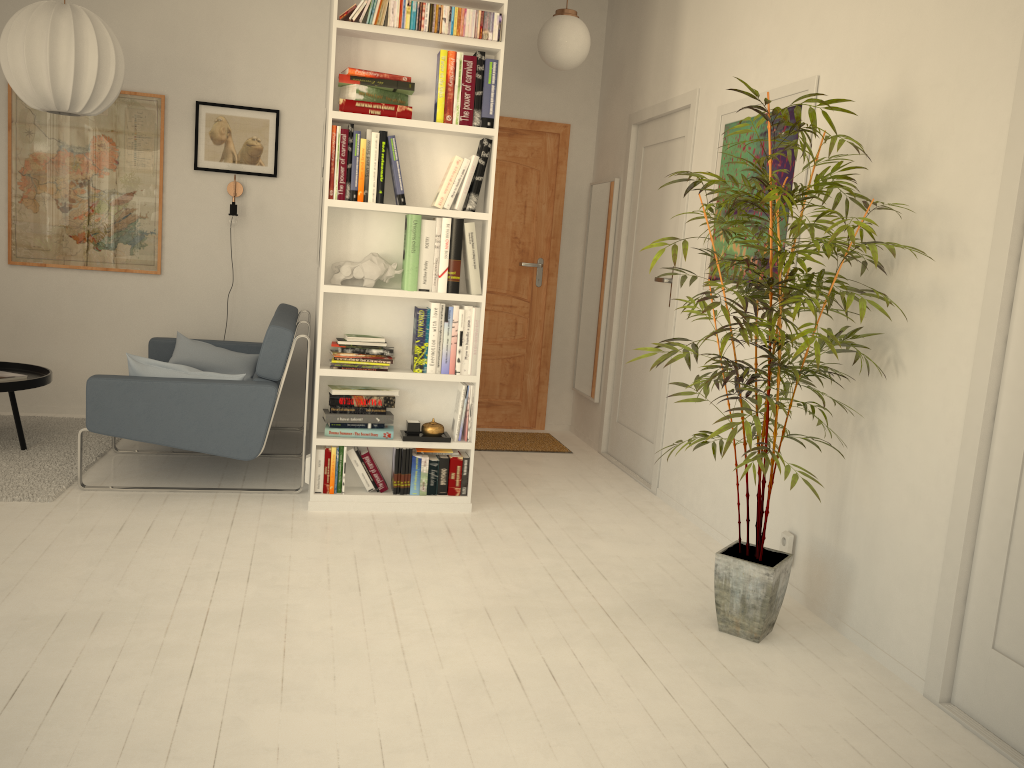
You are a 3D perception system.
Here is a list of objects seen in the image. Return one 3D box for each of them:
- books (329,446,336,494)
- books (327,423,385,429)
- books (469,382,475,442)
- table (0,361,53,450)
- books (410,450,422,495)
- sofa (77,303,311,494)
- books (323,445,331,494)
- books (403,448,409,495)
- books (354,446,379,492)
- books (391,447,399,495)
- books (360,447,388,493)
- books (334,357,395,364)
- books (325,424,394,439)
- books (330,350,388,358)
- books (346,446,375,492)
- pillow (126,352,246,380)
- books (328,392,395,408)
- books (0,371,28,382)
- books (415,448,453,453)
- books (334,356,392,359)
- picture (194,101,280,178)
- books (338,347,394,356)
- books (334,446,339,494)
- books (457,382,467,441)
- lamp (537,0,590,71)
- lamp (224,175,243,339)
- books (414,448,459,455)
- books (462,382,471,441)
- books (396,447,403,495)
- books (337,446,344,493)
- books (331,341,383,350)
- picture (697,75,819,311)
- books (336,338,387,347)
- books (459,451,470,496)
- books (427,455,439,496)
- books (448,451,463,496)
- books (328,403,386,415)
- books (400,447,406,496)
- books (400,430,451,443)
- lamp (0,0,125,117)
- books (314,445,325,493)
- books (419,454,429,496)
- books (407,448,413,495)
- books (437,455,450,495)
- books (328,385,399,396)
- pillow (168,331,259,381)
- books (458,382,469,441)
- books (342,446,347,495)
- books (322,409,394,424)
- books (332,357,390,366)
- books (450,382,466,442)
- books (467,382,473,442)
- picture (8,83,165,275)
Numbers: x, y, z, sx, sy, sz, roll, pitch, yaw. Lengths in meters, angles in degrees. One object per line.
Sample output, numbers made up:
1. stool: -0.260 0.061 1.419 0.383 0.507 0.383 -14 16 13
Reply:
1. books: -0.801 0.365 3.956 0.020 0.210 0.185 3 8 -13
2. books: -0.703 0.168 3.970 0.241 0.024 0.168 2 9 -18
3. books: -0.196 0.122 4.049 0.011 0.256 0.139 3 8 -13
4. table: -2.706 0.127 4.388 0.761 0.385 0.761 5 8 3
5. books: -0.451 0.392 4.059 0.044 0.179 0.224 3 8 -13
6. sofa: -1.559 -0.008 4.623 0.964 0.772 1.604 3 8 -13
7. books: -0.826 0.366 3.955 0.026 0.206 0.187 3 8 -13
8. books: -0.490 0.374 4.033 0.015 0.214 0.202 3 8 -13
9. books: -0.653 0.379 3.987 0.118 0.192 0.118 3 8 -13
10. books: -0.534 0.372 4.021 0.015 0.214 0.202 3 8 -13
11. books: -0.624 0.383 4.001 0.131 0.188 0.136 3 8 -13
12. books: -0.649 -0.117 3.941 0.255 0.014 0.197 4 8 -4
13. books: -0.682 0.204 3.980 0.297 0.038 0.204 3 8 -8
14. books: -0.674 -0.134 3.894 0.238 0.012 0.120 2 9 -18
15. books: -0.684 0.373 3.986 0.135 0.200 0.134 3 8 -13
16. pillow: -1.471 0.037 3.979 0.533 0.353 0.141 3 8 -14
17. books: -0.671 0.062 3.946 0.285 0.047 0.185 3 9 -13
18. books: -2.552 -0.024 4.308 0.200 0.031 0.289 8 9 21
19. books: -0.357 0.297 4.034 0.165 0.006 0.103 3 9 -13
20. books: -0.663 -0.126 3.916 0.250 0.008 0.135 2 9 -17
21. picture: -1.657 -1.470 5.343 0.481 0.401 0.015 3 8 -13
22. books: -0.641 -0.154 3.921 0.235 0.025 0.163 4 8 -7
23. books: -0.789 0.365 3.972 0.012 0.206 0.194 3 8 -13
24. books: -0.246 0.116 4.066 0.030 0.255 0.198 3 8 -13
25. lamp: 0.288 -2.008 4.556 0.275 0.767 0.275 2 8 -19
26. lamp: -1.844 -0.563 5.378 0.360 1.414 0.112 3 8 -13
27. books: -0.349 0.303 4.056 0.193 0.011 0.130 3 9 -13
28. books: -0.217 0.118 4.065 0.008 0.256 0.185 3 8 -13
29. books: -0.521 0.372 4.032 0.015 0.214 0.202 3 8 -13
30. books: -0.772 0.361 3.977 0.021 0.215 0.174 3 8 -13
31. books: -0.680 -0.173 3.901 0.221 0.010 0.169 3 8 -10
32. picture: 1.000 -0.769 3.717 0.012 0.876 0.823 3 8 -13
33. books: -0.667 -0.187 3.911 0.212 0.017 0.165 2 9 -16
34. books: -0.236 0.401 4.117 0.032 0.176 0.230 3 8 -13
35. books: -0.377 0.404 4.072 0.048 0.163 0.209 3 8 -13
36. books: -0.275 0.401 4.089 0.056 0.179 0.202 3 8 -13
37. books: -0.692 0.104 3.947 0.247 0.039 0.143 2 9 -16
38. books: -0.503 0.374 4.023 0.015 0.214 0.202 3 8 -13
39. books: -0.390 0.235 3.983 0.214 0.023 0.130 3 9 -13
40. lamp: -2.125 -1.917 4.215 0.536 1.228 0.536 8 9 20
41. books: -0.859 0.368 3.951 0.039 0.199 0.185 3 8 -13
42. books: -0.415 0.395 4.062 0.032 0.176 0.222 3 8 -13
43. books: -0.477 0.374 4.042 0.015 0.214 0.202 3 8 -13
44. books: -0.332 0.400 4.097 0.050 0.170 0.222 3 8 -13
45. books: -0.668 0.024 3.956 0.297 0.024 0.162 1 9 -22
46. pillow: -1.747 -0.157 5.212 0.539 0.276 0.157 3 8 -12
47. books: -0.229 0.123 4.034 0.033 0.258 0.130 3 8 -13
48. books: -0.754 0.364 3.966 0.010 0.215 0.194 3 8 -13
49. books: -0.689 0.140 3.953 0.297 0.039 0.165 2 9 -18
50. books: -0.668 -0.102 3.912 0.248 0.009 0.171 3 8 -10
51. books: -0.255 0.116 4.062 0.034 0.256 0.209 3 8 -13
52. books: -0.207 0.120 4.055 0.007 0.257 0.181 3 8 -13
53. picture: -2.492 -1.199 5.198 0.838 1.051 0.012 3 8 -13
